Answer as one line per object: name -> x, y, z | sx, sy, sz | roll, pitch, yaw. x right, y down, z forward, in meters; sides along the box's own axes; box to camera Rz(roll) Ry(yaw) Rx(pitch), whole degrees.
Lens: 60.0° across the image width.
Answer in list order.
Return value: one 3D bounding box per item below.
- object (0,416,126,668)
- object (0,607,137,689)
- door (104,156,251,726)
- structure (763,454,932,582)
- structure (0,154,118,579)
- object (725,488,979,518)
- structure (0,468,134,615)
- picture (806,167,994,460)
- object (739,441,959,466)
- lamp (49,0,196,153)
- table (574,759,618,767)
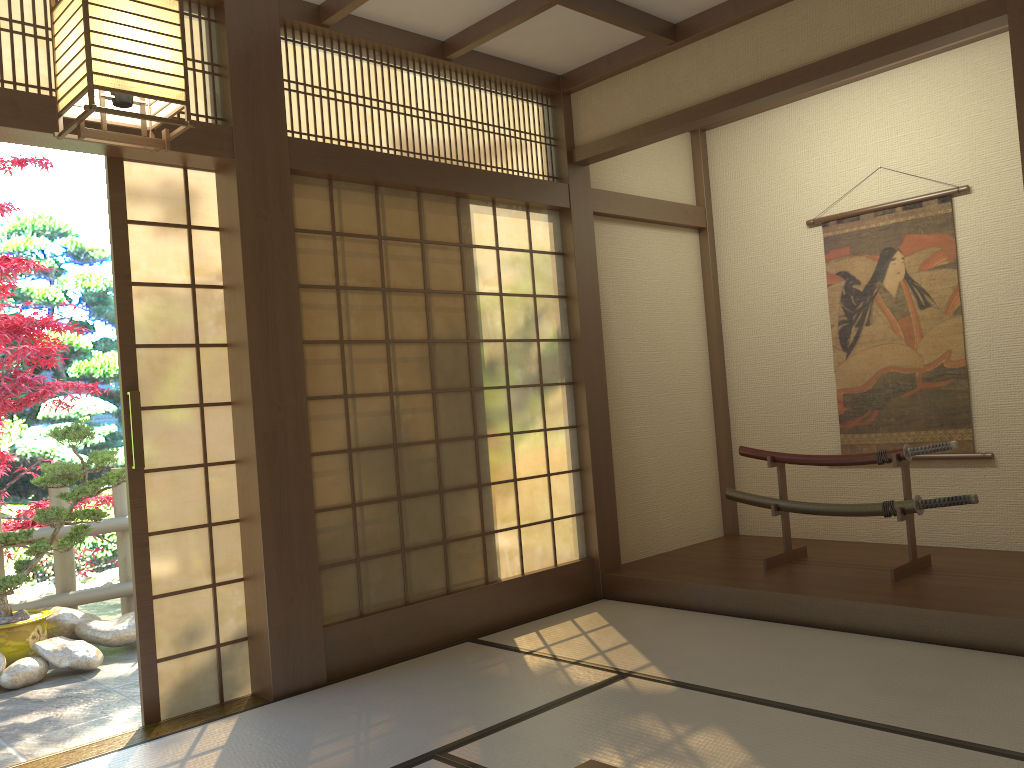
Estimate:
object -> -2.668, 0.881, 5.020 | 1.032, 1.362, 0.586 | -4, -2, -17
object -> -2.657, 1.432, 4.958 | 1.147, 0.276, 1.260 | -6, -2, 42
door -> -0.819, 0.187, 4.114 | 1.894, 2.380, 0.073 | -3, -2, -43
structure -> 1.735, 0.669, 4.677 | 0.446, 0.604, 0.712 | -3, -2, -43
structure -> -4.369, -0.159, 5.536 | 3.412, 4.004, 3.045 | -4, -1, -11
object -> 1.714, 0.620, 4.634 | 0.100, 0.144, 1.369 | -3, -2, -42
structure -> -3.118, 1.137, 5.444 | 7.456, 1.136, 0.245 | -3, -2, -43
picture -> 2.219, -0.416, 5.179 | 0.038, 1.725, 0.952 | -3, -2, -43
object -> 1.710, 0.368, 4.622 | 0.086, 0.121, 1.186 | -3, -2, -42
lamp -> -0.928, -1.109, 2.045 | 0.240, 1.129, 0.240 | -3, -2, -43
table -> 0.162, 0.959, 1.185 | 1.000, 0.350, 1.000 | -3, -2, -43
